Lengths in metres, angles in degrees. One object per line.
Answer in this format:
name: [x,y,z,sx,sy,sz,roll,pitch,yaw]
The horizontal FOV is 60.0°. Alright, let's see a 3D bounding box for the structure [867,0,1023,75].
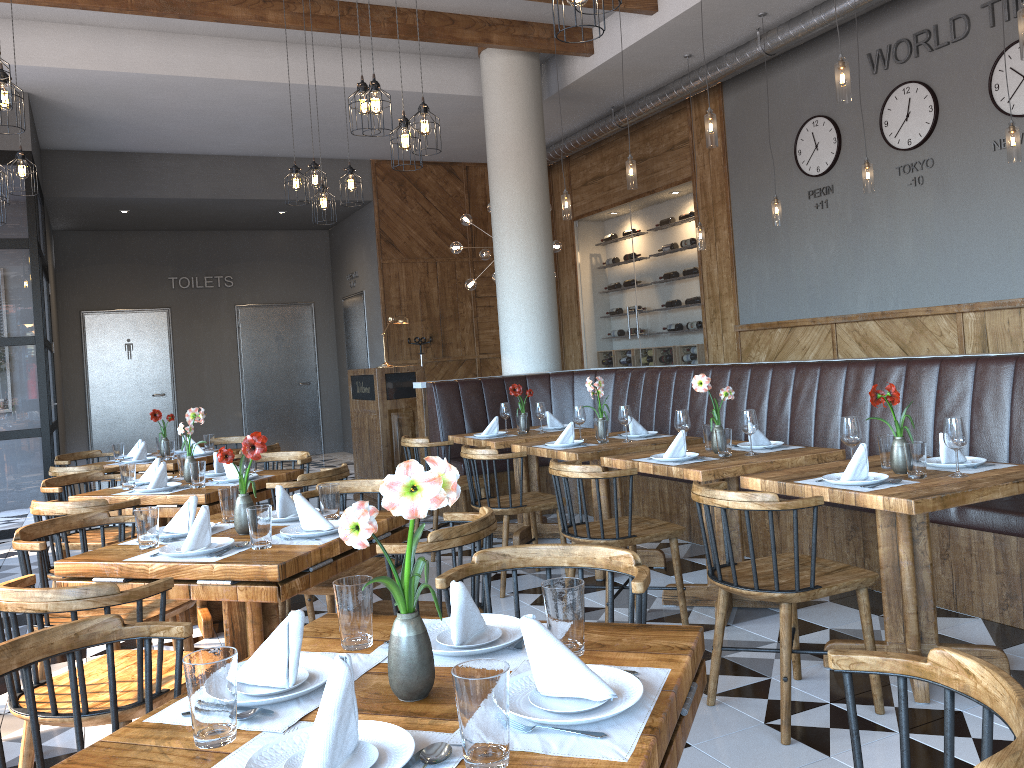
structure: [3.673,-2.768,6.453,0.033,0.199,2.726,-4,1,-25]

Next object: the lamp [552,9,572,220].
lamp: [0.419,-2.428,7.817,0.078,1.965,0.078,-4,-1,7]

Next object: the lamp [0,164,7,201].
lamp: [-3.487,-2.249,5.821,0.175,2.072,0.175,-5,-1,44]

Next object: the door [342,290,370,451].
door: [-2.260,-0.123,12.969,0.114,2.395,1.205,-4,0,-25]

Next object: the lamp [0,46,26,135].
lamp: [-2.627,-2.311,4.476,0.175,2.072,0.175,-3,-1,-42]

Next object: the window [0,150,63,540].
window: [-5.970,-0.281,8.601,2.730,3.550,2.183,-4,0,-25]

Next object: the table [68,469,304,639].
table: [-1.701,0.910,4.783,0.863,0.764,0.865,-4,1,20]

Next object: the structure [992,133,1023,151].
structure: [3.758,-1.796,6.424,0.021,0.080,0.582,-4,1,-25]

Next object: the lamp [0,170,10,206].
lamp: [-3.688,-2.290,6.208,0.175,2.072,0.175,-4,-1,-24]

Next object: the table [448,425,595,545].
table: [0.113,0.731,6.393,0.851,0.764,0.849,-4,1,-25]

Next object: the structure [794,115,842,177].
structure: [2.847,-2.216,8.264,0.046,0.561,0.560,-4,0,-25]

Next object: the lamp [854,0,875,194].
lamp: [2.604,-2.410,6.644,0.078,1.965,0.078,-4,-1,9]

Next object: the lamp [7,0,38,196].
lamp: [-3.484,-2.361,6.200,0.175,2.072,0.175,-4,-1,-13]

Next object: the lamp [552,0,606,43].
lamp: [0.173,-2.297,3.220,0.175,2.072,0.175,-5,-1,35]

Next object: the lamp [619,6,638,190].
lamp: [0.864,-2.489,6.868,0.078,1.965,0.078,-4,-1,-39]

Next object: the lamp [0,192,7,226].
lamp: [-3.597,-2.115,6.005,0.175,2.072,0.175,-4,-1,-13]

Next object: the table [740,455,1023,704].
table: [1.521,0.723,3.414,0.851,0.764,0.849,-4,1,-25]

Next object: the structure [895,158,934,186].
structure: [3.334,-1.734,7.329,0.021,0.200,0.368,-4,1,-25]

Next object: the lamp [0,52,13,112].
lamp: [-2.575,-2.366,4.276,0.175,2.072,0.175,-4,-1,-31]

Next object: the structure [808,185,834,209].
structure: [2.888,-1.731,8.273,0.021,0.197,0.305,-4,1,-25]

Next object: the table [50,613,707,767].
table: [-0.139,0.902,1.477,0.863,0.764,0.865,-4,1,20]

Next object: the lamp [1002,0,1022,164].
lamp: [3.101,-2.379,5.599,0.078,1.965,0.078,-4,-1,-18]

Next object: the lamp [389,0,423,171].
lamp: [-0.686,-2.297,5.205,0.175,2.072,0.175,-3,-1,-42]

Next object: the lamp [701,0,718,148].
lamp: [1.280,-2.576,5.976,0.078,1.965,0.078,-4,-1,9]

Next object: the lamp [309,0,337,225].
lamp: [-1.536,-2.291,6.944,0.175,2.072,0.175,-4,-1,18]

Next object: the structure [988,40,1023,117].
structure: [3.719,-2.221,6.417,0.046,0.561,0.560,-4,0,-25]

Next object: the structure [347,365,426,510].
structure: [-1.117,0.484,8.522,0.646,1.300,1.044,-4,0,-25]

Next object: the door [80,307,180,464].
door: [-5.473,0.113,12.751,1.208,2.395,0.114,-4,-1,-25]

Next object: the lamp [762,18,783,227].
lamp: [2.188,-2.323,7.536,0.078,1.965,0.078,-4,-1,-39]

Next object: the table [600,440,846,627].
table: [1.050,0.726,4.411,0.851,0.764,0.849,-4,1,-25]

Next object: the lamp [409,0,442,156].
lamp: [-0.592,-2.441,5.402,0.175,2.072,0.175,-4,-1,15]

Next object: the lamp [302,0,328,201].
lamp: [-1.650,-2.521,7.156,0.175,2.072,0.175,-4,-1,18]

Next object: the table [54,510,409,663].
table: [-0.907,0.906,3.103,0.863,0.764,0.865,-4,1,20]

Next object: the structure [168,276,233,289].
structure: [-4.641,-1.518,13.228,0.917,0.166,0.035,-5,0,-25]

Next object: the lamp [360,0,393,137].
lamp: [-0.835,-2.456,5.040,0.175,2.072,0.175,-5,-1,37]

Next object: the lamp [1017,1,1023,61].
lamp: [2.242,-2.434,3.960,0.078,1.965,0.078,-4,-1,15]

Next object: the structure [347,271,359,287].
structure: [-2.326,-1.526,12.952,0.025,0.197,0.565,-4,1,-25]

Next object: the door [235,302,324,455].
door: [-3.567,-0.051,13.657,1.208,2.395,0.114,-4,-1,-25]

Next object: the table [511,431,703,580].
table: [0.584,0.728,5.396,0.851,0.764,0.849,-4,1,-25]

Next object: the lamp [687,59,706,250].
lamp: [1.744,-2.262,8.485,0.078,1.965,0.078,-4,-1,7]

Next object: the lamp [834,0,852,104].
lamp: [1.776,-2.545,4.930,0.078,1.965,0.078,-4,-1,-6]

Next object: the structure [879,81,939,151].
structure: [3.283,-2.219,7.340,0.046,0.561,0.560,-4,0,-25]

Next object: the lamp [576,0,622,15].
lamp: [0.257,-2.483,3.414,0.175,2.072,0.175,-4,-1,24]

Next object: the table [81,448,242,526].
table: [-2.503,0.914,6.481,0.863,0.764,0.865,-4,1,20]

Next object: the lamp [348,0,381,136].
lamp: [-0.933,-2.512,5.226,0.175,2.072,0.175,-3,-1,-42]
